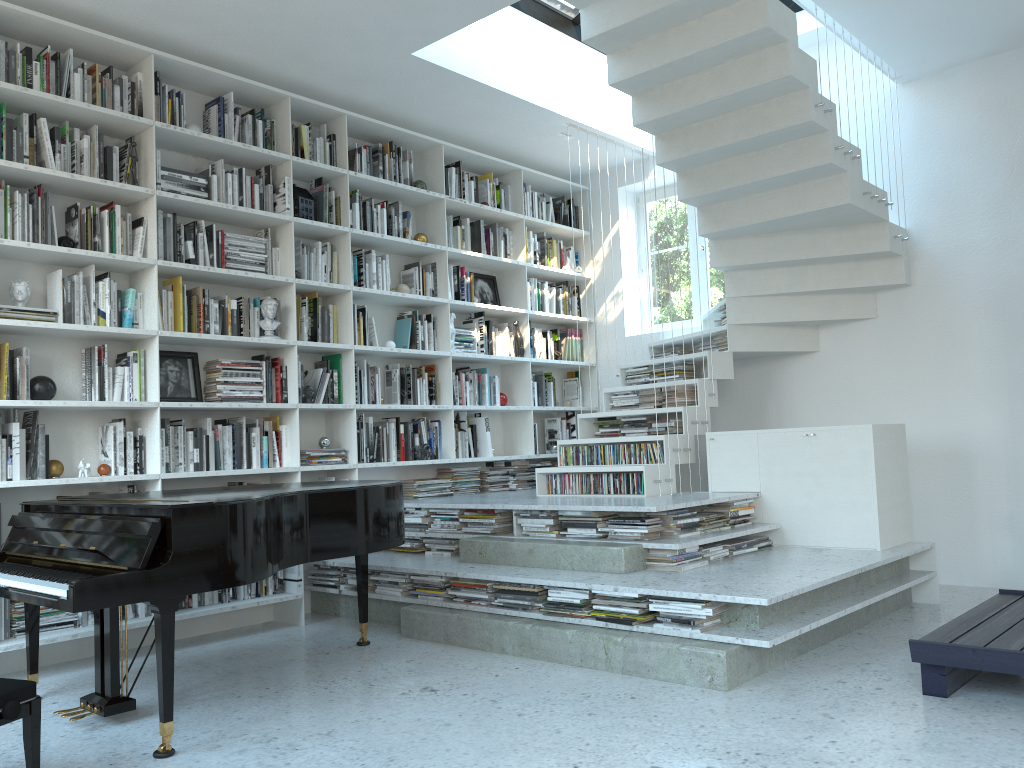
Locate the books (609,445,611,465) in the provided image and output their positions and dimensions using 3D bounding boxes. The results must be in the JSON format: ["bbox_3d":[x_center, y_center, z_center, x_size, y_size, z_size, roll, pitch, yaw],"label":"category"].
[{"bbox_3d":[0.659,0.449,5.637,0.008,0.125,0.125,-6,-5,42],"label":"books"}]

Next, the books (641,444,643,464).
[{"bbox_3d":[0.837,0.430,5.477,0.010,0.125,0.125,-6,-5,42],"label":"books"}]

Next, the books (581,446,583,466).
[{"bbox_3d":[0.496,0.467,5.783,0.009,0.125,0.125,-6,-5,42],"label":"books"}]

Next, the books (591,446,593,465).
[{"bbox_3d":[0.553,0.460,5.731,0.008,0.125,0.125,-6,-5,42],"label":"books"}]

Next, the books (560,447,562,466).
[{"bbox_3d":[0.365,0.481,5.900,0.008,0.125,0.125,-6,-5,42],"label":"books"}]

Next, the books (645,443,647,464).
[{"bbox_3d":[0.860,0.427,5.457,0.007,0.125,0.125,-6,-5,42],"label":"books"}]

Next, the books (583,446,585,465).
[{"bbox_3d":[0.508,0.465,5.772,0.008,0.125,0.125,-6,-5,42],"label":"books"}]

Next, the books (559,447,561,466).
[{"bbox_3d":[0.359,0.481,5.905,0.008,0.125,0.125,-6,-5,42],"label":"books"}]

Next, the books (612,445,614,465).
[{"bbox_3d":[0.675,0.447,5.622,0.007,0.125,0.125,-6,-5,42],"label":"books"}]

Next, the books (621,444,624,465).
[{"bbox_3d":[0.730,0.441,5.573,0.013,0.125,0.125,-6,-5,42],"label":"books"}]

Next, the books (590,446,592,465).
[{"bbox_3d":[0.548,0.461,5.736,0.007,0.125,0.125,-6,-5,42],"label":"books"}]

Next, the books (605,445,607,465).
[{"bbox_3d":[0.634,0.452,5.659,0.007,0.125,0.125,-6,-5,42],"label":"books"}]

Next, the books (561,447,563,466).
[{"bbox_3d":[0.371,0.480,5.895,0.009,0.125,0.125,-6,-5,42],"label":"books"}]

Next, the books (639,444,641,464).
[{"bbox_3d":[0.826,0.431,5.487,0.008,0.125,0.125,-6,-5,42],"label":"books"}]

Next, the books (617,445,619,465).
[{"bbox_3d":[0.703,0.444,5.597,0.011,0.125,0.125,-6,-5,42],"label":"books"}]

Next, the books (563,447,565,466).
[{"bbox_3d":[0.382,0.479,5.884,0.007,0.125,0.125,-6,-5,42],"label":"books"}]

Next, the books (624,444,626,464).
[{"bbox_3d":[0.742,0.440,5.562,0.007,0.125,0.125,-6,-5,42],"label":"books"}]

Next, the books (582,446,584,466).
[{"bbox_3d":[0.502,0.466,5.777,0.007,0.125,0.125,-6,-5,42],"label":"books"}]

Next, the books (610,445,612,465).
[{"bbox_3d":[0.664,0.448,5.632,0.008,0.125,0.125,-6,-5,42],"label":"books"}]

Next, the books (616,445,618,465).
[{"bbox_3d":[0.696,0.445,5.604,0.009,0.125,0.125,-6,-5,42],"label":"books"}]

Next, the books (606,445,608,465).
[{"bbox_3d":[0.640,0.451,5.653,0.010,0.125,0.125,-6,-5,42],"label":"books"}]

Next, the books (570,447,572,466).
[{"bbox_3d":[0.426,0.474,5.845,0.008,0.125,0.125,-6,-5,42],"label":"books"}]

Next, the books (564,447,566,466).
[{"bbox_3d":[0.388,0.478,5.879,0.008,0.125,0.125,-6,-5,42],"label":"books"}]

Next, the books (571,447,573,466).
[{"bbox_3d":[0.432,0.473,5.839,0.007,0.125,0.125,-6,-5,42],"label":"books"}]

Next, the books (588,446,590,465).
[{"bbox_3d":[0.536,0.462,5.746,0.007,0.125,0.125,-6,-5,42],"label":"books"}]

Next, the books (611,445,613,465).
[{"bbox_3d":[0.669,0.448,5.627,0.008,0.125,0.125,-6,-5,42],"label":"books"}]

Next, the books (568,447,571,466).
[{"bbox_3d":[0.418,0.475,5.852,0.012,0.125,0.125,-6,-5,42],"label":"books"}]

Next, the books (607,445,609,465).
[{"bbox_3d":[0.647,0.450,5.647,0.008,0.125,0.125,-6,-5,42],"label":"books"}]

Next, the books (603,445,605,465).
[{"bbox_3d":[0.623,0.453,5.669,0.007,0.125,0.125,-6,-5,42],"label":"books"}]

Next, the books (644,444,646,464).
[{"bbox_3d":[0.855,0.428,5.461,0.008,0.125,0.125,-6,-5,42],"label":"books"}]

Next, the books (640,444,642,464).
[{"bbox_3d":[0.832,0.430,5.482,0.010,0.125,0.125,-6,-5,42],"label":"books"}]

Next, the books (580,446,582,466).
[{"bbox_3d":[0.491,0.467,5.787,0.009,0.125,0.125,-6,-5,42],"label":"books"}]

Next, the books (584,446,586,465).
[{"bbox_3d":[0.513,0.465,5.767,0.008,0.125,0.125,-6,-5,42],"label":"books"}]

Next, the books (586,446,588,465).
[{"bbox_3d":[0.525,0.463,5.757,0.008,0.125,0.125,-6,-5,42],"label":"books"}]

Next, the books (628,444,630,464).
[{"bbox_3d":[0.768,0.437,5.540,0.009,0.125,0.125,-6,-5,42],"label":"books"}]

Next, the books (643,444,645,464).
[{"bbox_3d":[0.849,0.428,5.466,0.008,0.125,0.125,-6,-5,42],"label":"books"}]

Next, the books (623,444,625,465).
[{"bbox_3d":[0.736,0.441,5.567,0.009,0.125,0.125,-6,-5,42],"label":"books"}]

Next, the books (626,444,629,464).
[{"bbox_3d":[0.757,0.439,5.549,0.018,0.125,0.125,-6,-5,42],"label":"books"}]

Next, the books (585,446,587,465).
[{"bbox_3d":[0.519,0.464,5.762,0.008,0.125,0.125,-6,-5,42],"label":"books"}]

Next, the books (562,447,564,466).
[{"bbox_3d":[0.377,0.479,5.889,0.008,0.125,0.125,-6,-5,42],"label":"books"}]

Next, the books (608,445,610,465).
[{"bbox_3d":[0.654,0.449,5.642,0.008,0.125,0.125,-6,-5,42],"label":"books"}]

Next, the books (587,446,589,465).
[{"bbox_3d":[0.531,0.463,5.751,0.008,0.125,0.125,-6,-5,42],"label":"books"}]

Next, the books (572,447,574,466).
[{"bbox_3d":[0.438,0.473,5.835,0.007,0.125,0.125,-6,-5,42],"label":"books"}]

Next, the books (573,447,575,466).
[{"bbox_3d":[0.443,0.472,5.830,0.007,0.125,0.125,-6,-5,42],"label":"books"}]

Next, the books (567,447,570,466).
[{"bbox_3d":[0.411,0.476,5.858,0.010,0.125,0.125,-6,-5,42],"label":"books"}]

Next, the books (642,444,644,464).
[{"bbox_3d":[0.844,0.429,5.472,0.008,0.125,0.125,-6,-5,42],"label":"books"}]

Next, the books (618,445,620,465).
[{"bbox_3d":[0.711,0.443,5.590,0.009,0.125,0.125,-6,-5,42],"label":"books"}]

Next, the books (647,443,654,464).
[{"bbox_3d":[0.873,0.426,5.445,0.011,0.125,0.125,-6,-5,42],"label":"books"}]

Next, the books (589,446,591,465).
[{"bbox_3d":[0.542,0.462,5.741,0.007,0.125,0.125,-6,-5,42],"label":"books"}]

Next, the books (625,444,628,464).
[{"bbox_3d":[0.750,0.439,5.556,0.012,0.125,0.125,-6,-5,42],"label":"books"}]

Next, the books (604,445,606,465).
[{"bbox_3d":[0.629,0.452,5.664,0.007,0.125,0.125,-6,-5,42],"label":"books"}]

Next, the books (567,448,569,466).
[{"bbox_3d":[0.404,0.476,5.864,0.008,0.125,0.125,-6,-5,42],"label":"books"}]

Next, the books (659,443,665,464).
[{"bbox_3d":[0.945,0.419,5.380,0.034,0.123,0.125,-6,-5,42],"label":"books"}]

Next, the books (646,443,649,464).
[{"bbox_3d":[0.866,0.427,5.451,0.008,0.125,0.125,-6,-5,42],"label":"books"}]

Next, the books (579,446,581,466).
[{"bbox_3d":[0.484,0.468,5.793,0.007,0.125,0.125,-6,-5,42],"label":"books"}]

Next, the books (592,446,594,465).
[{"bbox_3d":[0.558,0.460,5.727,0.008,0.125,0.125,-6,-5,42],"label":"books"}]

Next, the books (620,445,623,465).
[{"bbox_3d":[0.719,0.443,5.583,0.016,0.125,0.125,-6,-5,42],"label":"books"}]

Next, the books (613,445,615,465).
[{"bbox_3d":[0.681,0.447,5.617,0.008,0.125,0.125,-6,-5,42],"label":"books"}]
